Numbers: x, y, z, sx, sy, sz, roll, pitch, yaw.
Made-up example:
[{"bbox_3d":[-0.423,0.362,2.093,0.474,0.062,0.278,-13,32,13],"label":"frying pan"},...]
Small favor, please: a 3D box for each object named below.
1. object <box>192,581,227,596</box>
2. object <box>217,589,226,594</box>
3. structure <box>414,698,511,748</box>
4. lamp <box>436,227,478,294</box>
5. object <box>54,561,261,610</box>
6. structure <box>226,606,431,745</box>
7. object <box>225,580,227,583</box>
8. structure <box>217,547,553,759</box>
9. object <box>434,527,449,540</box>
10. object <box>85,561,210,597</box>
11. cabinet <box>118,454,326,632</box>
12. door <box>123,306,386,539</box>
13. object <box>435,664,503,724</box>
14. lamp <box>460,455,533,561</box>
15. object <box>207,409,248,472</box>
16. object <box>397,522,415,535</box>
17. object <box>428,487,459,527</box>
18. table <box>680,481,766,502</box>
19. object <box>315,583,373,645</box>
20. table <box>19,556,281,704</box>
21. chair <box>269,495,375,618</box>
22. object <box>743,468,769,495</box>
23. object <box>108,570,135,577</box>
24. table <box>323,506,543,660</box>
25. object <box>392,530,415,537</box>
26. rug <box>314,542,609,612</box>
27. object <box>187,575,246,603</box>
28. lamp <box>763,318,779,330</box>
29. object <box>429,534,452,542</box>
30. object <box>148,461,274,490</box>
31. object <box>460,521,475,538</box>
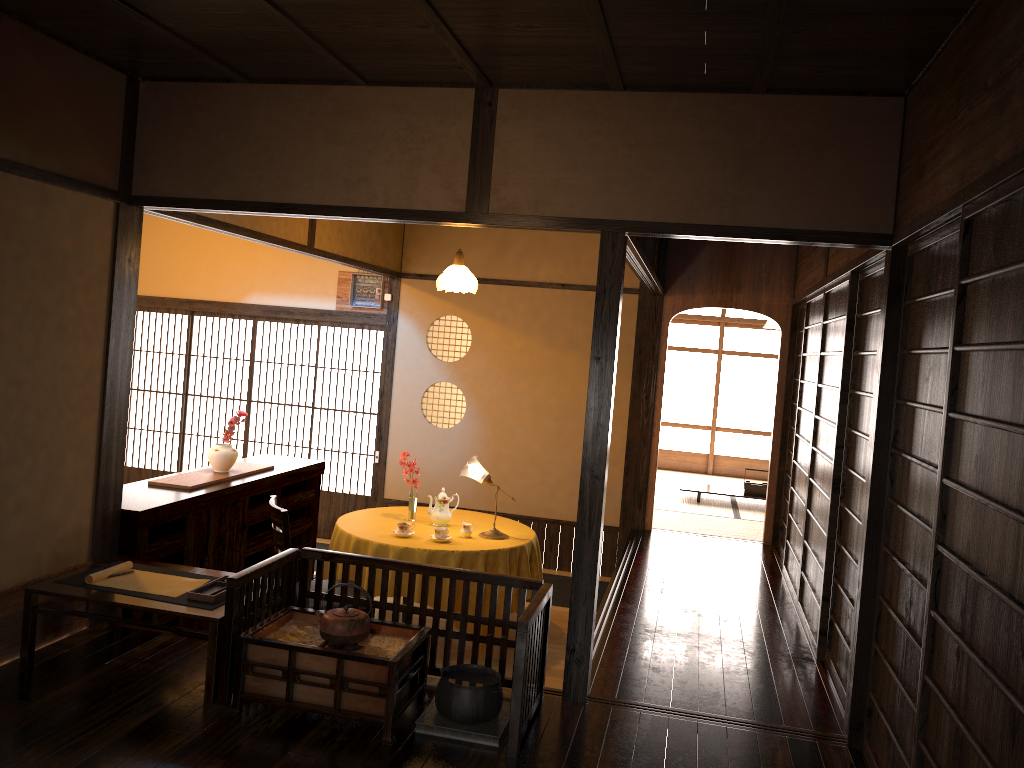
[{"bbox_3d":[-1.266,0.870,3.738,0.082,0.019,0.200,5,3,13],"label":"object"},{"bbox_3d":[-1.208,0.876,3.780,0.012,0.012,0.180,5,3,12],"label":"object"},{"bbox_3d":[-0.172,1.307,3.475,0.330,0.040,0.330,5,3,12],"label":"structure"},{"bbox_3d":[-0.333,-1.003,5.830,0.250,0.810,0.276,5,1,34],"label":"lamp"},{"bbox_3d":[-1.512,0.862,3.830,0.761,0.003,0.405,5,3,15],"label":"object"},{"bbox_3d":[-0.701,1.131,3.515,0.666,0.300,0.453,5,2,12],"label":"structure"},{"bbox_3d":[-1.231,0.866,3.861,0.040,0.021,0.040,4,2,-26],"label":"object"},{"bbox_3d":[-0.483,1.045,3.617,1.197,0.499,0.598,5,2,12],"label":"structure"},{"bbox_3d":[-0.434,0.917,5.424,0.090,0.076,0.099,5,2,-3],"label":"object"},{"bbox_3d":[-1.564,0.838,3.827,0.430,0.038,0.275,5,3,12],"label":"object"},{"bbox_3d":[-1.863,1.053,5.451,0.489,0.970,2.186,5,2,12],"label":"cabinet"},{"bbox_3d":[-2.506,0.349,8.388,2.649,1.999,0.066,5,1,12],"label":"door"},{"bbox_3d":[-0.167,1.214,3.476,0.266,0.147,0.267,4,2,-22],"label":"object"},{"bbox_3d":[-0.120,1.069,5.678,0.512,1.202,0.198,5,1,12],"label":"lamp"},{"bbox_3d":[-1.777,0.356,5.599,0.189,0.378,0.321,5,2,21],"label":"object"},{"bbox_3d":[-0.667,0.895,5.476,0.099,0.076,0.090,6,2,37],"label":"object"},{"bbox_3d":[-0.459,0.812,5.884,0.164,0.252,0.154,5,2,25],"label":"object"},{"bbox_3d":[2.406,1.205,9.474,1.201,0.118,0.600,5,3,12],"label":"table"},{"bbox_3d":[-0.656,0.896,3.506,0.198,0.216,0.198,3,2,-39],"label":"object"},{"bbox_3d":[-1.517,1.032,3.831,0.880,0.336,0.600,5,2,12],"label":"table"},{"bbox_3d":[-1.099,1.144,4.978,0.577,0.960,0.491,4,1,-23],"label":"chair"},{"bbox_3d":[2.606,1.035,9.432,0.260,0.258,0.150,5,1,12],"label":"object"},{"bbox_3d":[-1.716,0.835,3.895,0.012,0.010,0.141,6,3,27],"label":"object"},{"bbox_3d":[-0.523,1.283,5.848,1.445,0.695,1.443,5,2,12],"label":"table"},{"bbox_3d":[-0.673,0.927,5.479,0.144,0.024,0.144,3,3,-28],"label":"object"},{"bbox_3d":[-0.651,1.553,7.313,2.956,0.005,0.902,5,3,12],"label":"rug"},{"bbox_3d":[-1.244,0.871,3.775,0.121,0.028,0.295,5,3,13],"label":"object"},{"bbox_3d":[2.797,-0.981,9.403,0.197,0.798,0.225,5,1,20],"label":"lamp"},{"bbox_3d":[-0.437,0.949,5.429,0.144,0.024,0.144,3,3,-28],"label":"object"},{"bbox_3d":[-1.826,0.557,5.475,0.267,0.020,0.998,5,3,12],"label":"object"},{"bbox_3d":[-0.283,0.917,5.599,0.083,0.098,0.078,4,2,-19],"label":"object"}]
